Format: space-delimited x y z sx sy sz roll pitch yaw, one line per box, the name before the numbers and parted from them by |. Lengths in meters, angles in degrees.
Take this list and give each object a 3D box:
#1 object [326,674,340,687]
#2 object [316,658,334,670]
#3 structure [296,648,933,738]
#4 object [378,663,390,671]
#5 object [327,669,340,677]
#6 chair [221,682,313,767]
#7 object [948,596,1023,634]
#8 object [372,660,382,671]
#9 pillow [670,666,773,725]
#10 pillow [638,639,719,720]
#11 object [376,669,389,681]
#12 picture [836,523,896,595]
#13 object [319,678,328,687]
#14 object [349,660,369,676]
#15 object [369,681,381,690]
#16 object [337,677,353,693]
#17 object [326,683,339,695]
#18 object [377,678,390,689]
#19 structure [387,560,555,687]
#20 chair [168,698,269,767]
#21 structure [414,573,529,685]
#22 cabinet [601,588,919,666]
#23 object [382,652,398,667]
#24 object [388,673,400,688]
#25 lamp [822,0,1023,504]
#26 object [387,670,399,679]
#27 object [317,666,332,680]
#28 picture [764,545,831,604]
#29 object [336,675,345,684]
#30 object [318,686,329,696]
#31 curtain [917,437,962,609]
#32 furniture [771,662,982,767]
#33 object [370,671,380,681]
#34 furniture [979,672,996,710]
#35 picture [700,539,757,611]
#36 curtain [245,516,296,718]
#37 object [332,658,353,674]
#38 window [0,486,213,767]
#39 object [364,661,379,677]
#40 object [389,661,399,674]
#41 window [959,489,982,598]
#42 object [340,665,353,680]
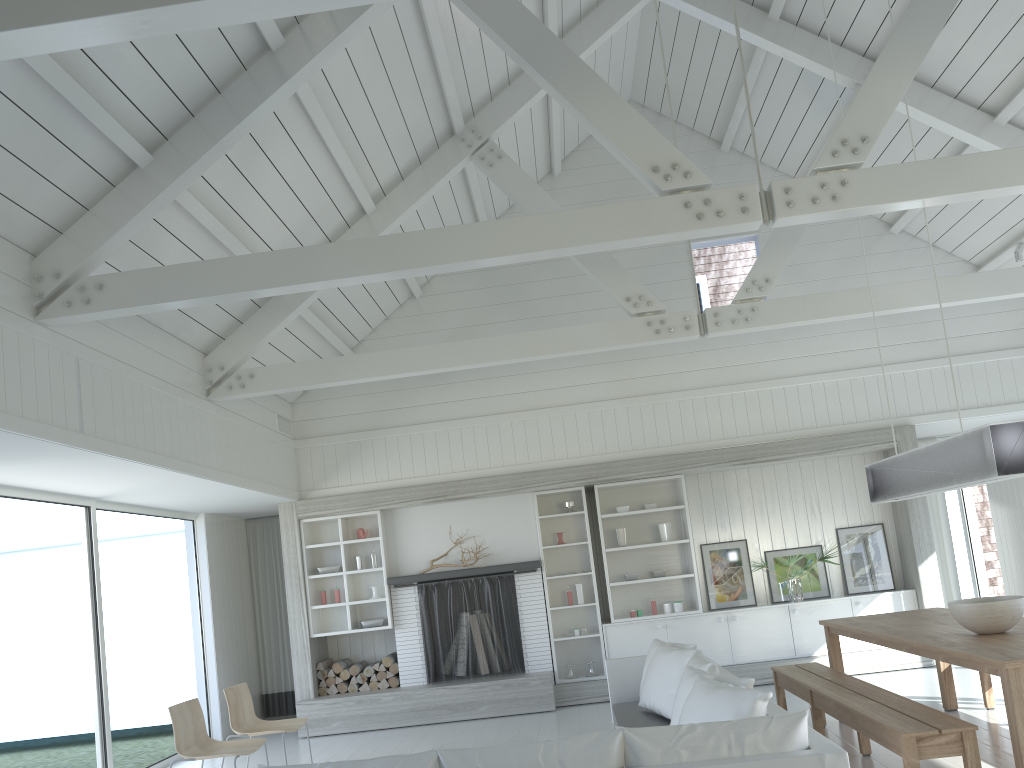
object | -1.893 3.177 9.491 0.109 0.108 0.501 -7 -12 1
object | -2.014 3.017 9.501 0.080 0.079 0.485 -7 -12 1
structure | 1.048 3.169 9.618 6.353 0.342 1.908 -7 -12 3
object | -1.353 3.015 9.457 0.080 0.079 0.485 -7 -12 1
object | -1.892 3.084 9.487 0.080 0.079 0.485 -7 -12 1
chair | -1.884 2.662 6.673 0.555 0.771 0.603 -7 -8 3
object | 2.668 1.300 4.936 0.388 0.183 0.396 -6 -11 -6
object | -1.418 3.012 9.461 0.086 0.090 0.486 -7 -12 1
pillow | 1.056 1.800 4.670 0.465 0.471 1.339 -6 -11 -6
pillow | 1.206 2.136 6.320 0.462 0.471 2.090 -6 -12 -5
object | -1.354 3.108 9.461 0.109 0.108 0.501 -7 -12 1
picture | 3.705 1.835 9.240 0.495 0.695 0.066 -7 -6 3
object | -1.978 3.189 9.482 0.080 0.079 0.485 -7 -12 1
object | -1.647 3.056 9.486 0.109 0.108 0.501 -7 -12 1
object | -1.429 3.214 9.464 0.108 0.105 0.522 -7 -12 1
object | -1.766 3.235 9.477 0.110 0.109 0.501 -7 -12 1
object | -1.866 3.266 9.497 0.134 0.145 0.556 -7 -12 2
object | -1.327 3.197 9.467 0.134 0.145 0.556 -7 -12 2
structure | -0.406 2.627 9.467 1.617 1.271 0.870 -7 -8 3
chair | -1.992 2.509 5.900 0.555 0.771 0.603 -7 -8 3
structure | -0.431 2.532 9.117 1.098 1.051 0.118 -7 -6 3
cabinet | 2.559 2.607 9.259 3.183 0.545 0.662 -7 -10 3
object | -1.294 2.961 9.472 0.110 0.109 0.501 -7 -12 1
object | -1.228 3.166 9.447 0.110 0.109 0.501 -7 -12 1
lamp | 2.367 -1.414 5.596 0.200 4.194 1.929 -7 -7 2
object | -1.264 3.086 9.450 0.080 0.079 0.485 -7 -12 1
object | -1.986 3.105 9.504 0.109 0.108 0.501 -7 -12 1
picture | 3.003 2.002 9.283 0.609 0.547 0.054 -7 -6 3
object | -1.802 3.155 9.480 0.080 0.079 0.485 -7 -12 1
object | -1.967 3.283 9.494 0.108 0.105 0.522 -7 -12 1
curtain | 4.616 1.825 10.230 1.007 2.343 0.118 -7 -6 4
furniture | 2.069 2.083 5.326 0.340 0.465 2.718 -7 -12 2
object | -1.440 3.120 9.452 0.080 0.079 0.485 -7 -12 1
furniture | 3.554 1.892 5.243 0.340 0.465 2.718 -7 -12 2
picture | 2.287 2.018 9.320 0.495 0.695 0.066 -7 -6 3
curtain | -2.779 2.747 10.503 0.630 2.343 0.118 -7 -6 3
object | -1.824 3.036 9.501 0.110 0.109 0.501 -7 -12 1
window | -3.548 1.699 5.068 0.080 2.389 8.837 -7 -12 2
object | -1.492 3.063 9.474 0.109 0.108 0.501 -7 -12 1
object | -1.222 3.031 9.459 0.109 0.108 0.501 -7 -12 1
window | 6.119 1.934 11.443 0.038 2.400 0.957 -7 -7 2
object | -1.745 3.103 9.488 0.109 0.108 0.501 -7 -12 1
